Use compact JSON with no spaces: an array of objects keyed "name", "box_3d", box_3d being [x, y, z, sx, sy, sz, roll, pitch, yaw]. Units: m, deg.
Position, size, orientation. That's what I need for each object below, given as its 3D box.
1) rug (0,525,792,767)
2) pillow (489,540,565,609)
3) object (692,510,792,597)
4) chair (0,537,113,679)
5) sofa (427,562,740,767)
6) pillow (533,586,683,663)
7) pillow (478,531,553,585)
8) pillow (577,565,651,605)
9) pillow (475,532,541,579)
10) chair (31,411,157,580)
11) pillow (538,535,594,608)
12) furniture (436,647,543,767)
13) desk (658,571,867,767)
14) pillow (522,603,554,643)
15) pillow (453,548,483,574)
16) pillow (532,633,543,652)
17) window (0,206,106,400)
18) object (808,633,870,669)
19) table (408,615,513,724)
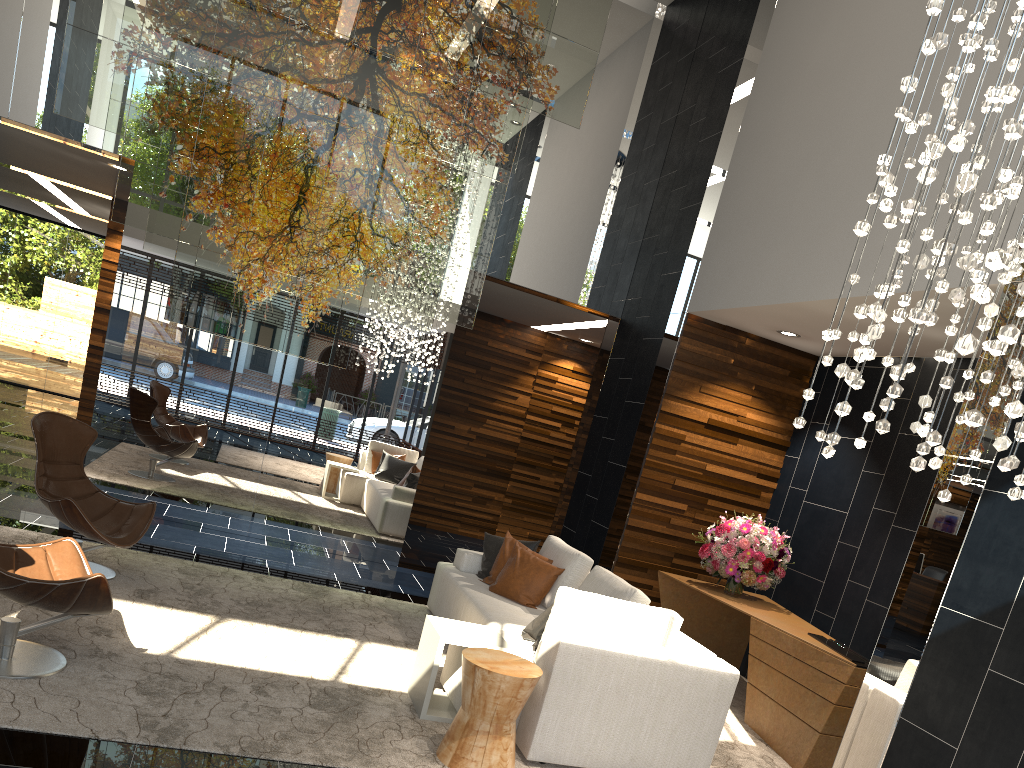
[{"name":"rug","box_3d":[-0.402,1.818,5.473,6.003,0.006,3.101,16,-2,-18]},{"name":"pillow","box_3d":[0.088,1.343,6.040,0.499,0.423,0.272,18,7,43]},{"name":"object","box_3d":[1.837,1.344,6.806,0.705,0.694,0.631,13,5,-26]},{"name":"chair","box_3d":[-2.128,0.790,3.767,0.648,0.953,0.800,20,7,40]},{"name":"sofa","box_3d":[0.131,1.602,5.627,1.312,0.697,2.752,15,-1,-17]},{"name":"pillow","box_3d":[0.510,1.350,4.568,0.723,0.471,0.208,14,8,-17]},{"name":"pillow","box_3d":[0.043,1.314,6.247,0.529,0.442,0.245,17,7,37]},{"name":"pillow","box_3d":[0.560,1.404,5.394,0.295,0.446,0.693,13,2,-16]},{"name":"pillow","box_3d":[-0.039,1.303,6.441,0.537,0.426,0.256,16,7,29]},{"name":"chair","box_3d":[-2.663,0.711,5.310,0.781,0.954,0.664,16,6,10]},{"name":"pillow","box_3d":[0.318,1.367,6.228,0.251,0.461,0.693,12,2,-17]},{"name":"furniture","box_3d":[-0.110,1.564,4.107,0.385,0.534,0.389,17,6,17]},{"name":"desk","box_3d":[1.877,2.080,6.340,1.006,0.764,2.165,14,-1,-17]},{"name":"pillow","box_3d":[0.305,1.378,5.100,0.289,0.373,0.511,18,4,32]},{"name":"pillow","box_3d":[-0.136,1.416,6.722,0.636,0.155,0.230,16,1,-23]},{"name":"pillow","box_3d":[0.364,1.384,4.933,0.245,0.424,0.564,21,6,41]},{"name":"window","box_3d":[-8.217,-1.371,14.709,4.025,2.916,0.057,14,10,-18]},{"name":"object","box_3d":[2.156,1.728,5.551,0.243,0.027,0.693,15,-2,-6]},{"name":"table","box_3d":[-0.293,1.568,4.708,0.406,0.478,0.384,13,6,-17]}]
